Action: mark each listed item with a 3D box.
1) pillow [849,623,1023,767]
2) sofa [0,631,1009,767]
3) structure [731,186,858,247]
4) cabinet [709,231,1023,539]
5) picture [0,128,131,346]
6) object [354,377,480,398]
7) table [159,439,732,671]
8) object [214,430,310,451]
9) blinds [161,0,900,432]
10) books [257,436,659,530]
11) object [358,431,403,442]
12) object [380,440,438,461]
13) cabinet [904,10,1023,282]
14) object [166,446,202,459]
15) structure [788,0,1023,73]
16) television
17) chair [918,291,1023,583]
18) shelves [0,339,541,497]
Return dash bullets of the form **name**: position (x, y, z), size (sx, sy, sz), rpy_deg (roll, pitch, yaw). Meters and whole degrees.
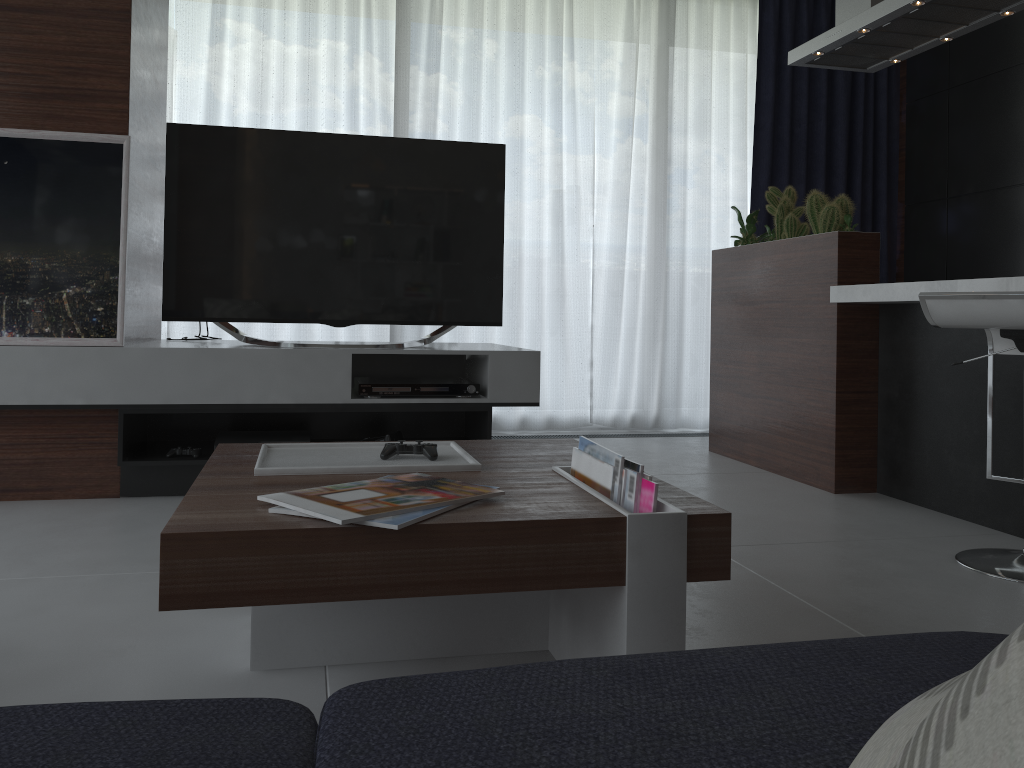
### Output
- **pillow**: position (0.142, 0.146, 0.152), size (0.280, 0.351, 0.418), rpy_deg (2, 2, 30)
- **sofa**: position (-0.564, 0.267, 0.598), size (2.871, 0.608, 1.904), rpy_deg (0, 4, -13)
- **structure**: position (1.161, -0.723, 3.766), size (0.222, 0.285, 1.003), rpy_deg (1, 4, -11)
- **cabinet**: position (1.697, -0.825, 2.732), size (0.786, 2.549, 3.342), rpy_deg (1, 2, -13)
- **picture**: position (-1.516, -0.475, 2.866), size (0.500, 0.701, 0.053), rpy_deg (1, -1, -13)
- **object**: position (-0.362, 0.012, 3.278), size (0.430, 0.053, 0.336), rpy_deg (0, 4, -13)
- **table**: position (-0.156, 0.324, 1.609), size (0.800, 0.352, 0.807), rpy_deg (0, 4, -13)
- **object**: position (-0.880, 0.207, 3.143), size (0.314, 0.067, 0.314), rpy_deg (0, 4, -13)
- **blinds**: position (0.085, -0.858, 1.337), size (5.796, 2.770, 7.155), rpy_deg (0, 4, -10)
- **books**: position (3.080, 0.151, 3.539), size (8.235, 0.372, 0.406), rpy_deg (-2, 3, -34)
- **object**: position (-0.487, 0.208, 3.181), size (0.184, 0.079, 0.117), rpy_deg (2, 3, 17)
- **object**: position (-0.199, 0.128, 1.734), size (0.112, 0.036, 0.071), rpy_deg (1, 3, 0)
- **cabinet**: position (3.019, -0.866, 3.578), size (0.705, 2.551, 3.486), rpy_deg (1, 2, -13)
- **object**: position (-1.110, 0.230, 3.001), size (0.112, 0.036, 0.071), rpy_deg (1, 3, 0)
- **structure**: position (1.603, -1.793, 3.587), size (0.446, 0.759, 1.046), rpy_deg (1, 3, -13)
- **television**: position (-0.636, -0.532, 3.281), size (1.230, 0.786, 0.298), rpy_deg (0, 0, -13)
- **chair**: position (1.326, 0.122, 2.290), size (0.463, 0.709, 0.396), rpy_deg (0, 1, -41)
- **shelves**: position (-1.143, 0.095, 3.367), size (2.348, 0.499, 0.875), rpy_deg (0, 3, -13)
